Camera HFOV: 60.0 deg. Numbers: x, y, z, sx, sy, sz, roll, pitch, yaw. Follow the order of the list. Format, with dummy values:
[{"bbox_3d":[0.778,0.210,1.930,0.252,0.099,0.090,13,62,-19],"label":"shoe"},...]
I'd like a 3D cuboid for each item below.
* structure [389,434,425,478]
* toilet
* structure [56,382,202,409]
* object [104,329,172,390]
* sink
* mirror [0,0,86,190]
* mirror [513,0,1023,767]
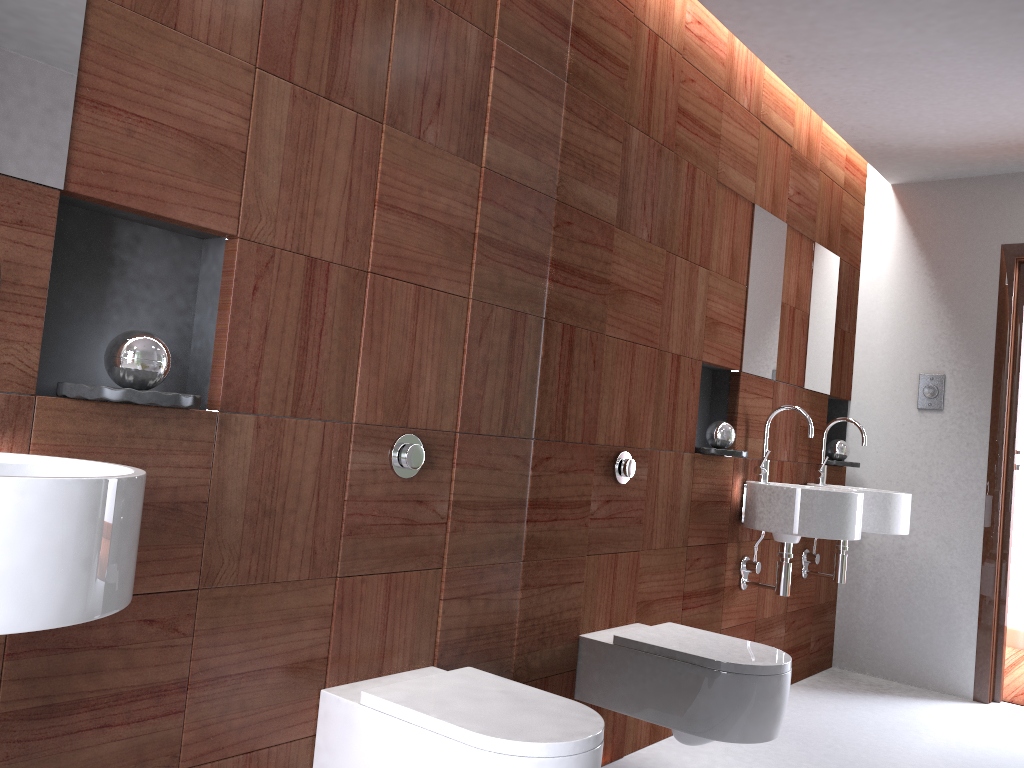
[{"bbox_3d":[-0.222,0.159,1.947,0.034,0.098,0.098,3,-4,39],"label":"structure"},{"bbox_3d":[-0.085,0.761,1.746,0.547,0.284,0.329,3,-4,39],"label":"toilet"},{"bbox_3d":[-0.631,0.020,1.470,0.222,0.023,0.220,4,-4,29],"label":"structure"},{"bbox_3d":[-1.004,-0.102,0.980,0.104,0.104,1.350,3,-4,39],"label":"object"},{"bbox_3d":[-0.678,0.152,1.087,0.417,0.715,0.415,3,-4,39],"label":"sink"},{"bbox_3d":[-0.763,-0.631,1.263,0.010,0.635,0.316,3,-4,39],"label":"mirror"},{"bbox_3d":[0.648,-0.098,1.881,1.433,2.183,0.019,3,-4,39],"label":"mirror"}]
